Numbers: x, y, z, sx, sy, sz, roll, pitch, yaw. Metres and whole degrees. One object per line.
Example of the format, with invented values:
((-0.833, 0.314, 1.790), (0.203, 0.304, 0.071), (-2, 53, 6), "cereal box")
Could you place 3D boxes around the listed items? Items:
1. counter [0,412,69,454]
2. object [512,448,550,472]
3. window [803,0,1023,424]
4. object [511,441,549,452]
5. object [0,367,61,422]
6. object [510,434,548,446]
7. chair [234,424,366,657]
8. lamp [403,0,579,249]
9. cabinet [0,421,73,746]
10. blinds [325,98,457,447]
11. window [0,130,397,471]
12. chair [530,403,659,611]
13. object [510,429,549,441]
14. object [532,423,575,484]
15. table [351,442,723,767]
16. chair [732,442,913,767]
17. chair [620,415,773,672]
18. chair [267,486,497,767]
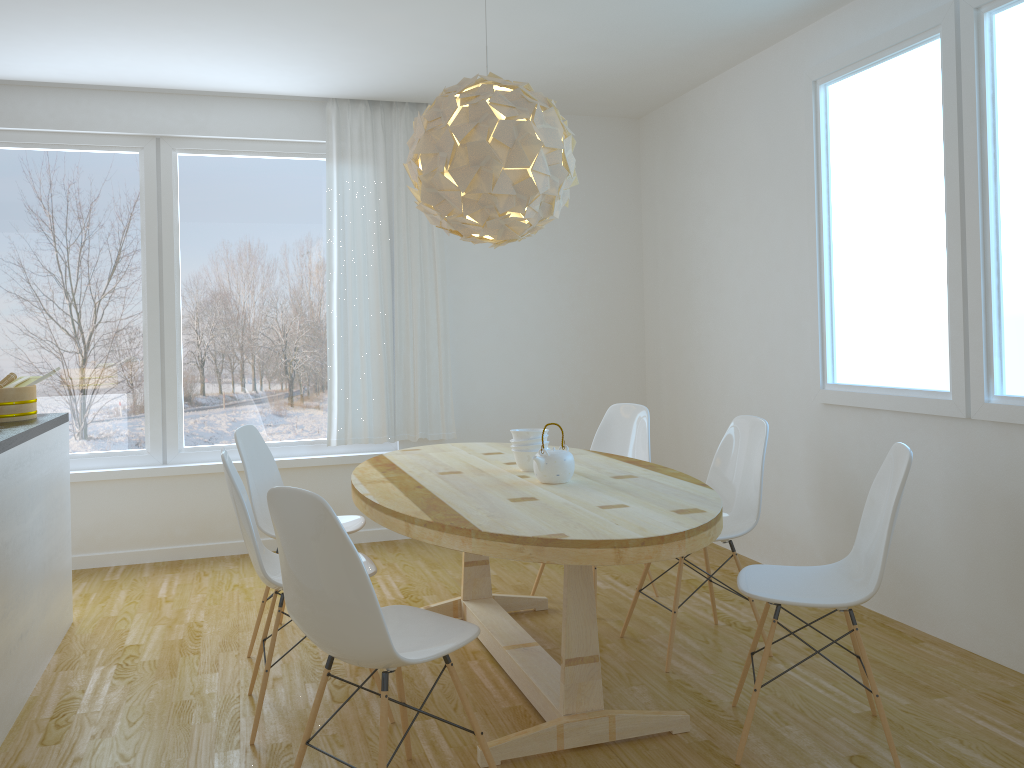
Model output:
((-1.945, 0.217, 2.791), (0.601, 0.040, 2.402), (-2, 3, -17), "counter")
((0.075, 0.293, 3.432), (0.152, 0.082, 0.152), (0, 3, 22), "object")
((0.561, -0.372, 2.960), (2.550, 2.054, 1.880), (-2, 1, -17), "window")
((0.071, 0.270, 3.433), (0.151, 0.093, 0.152), (-1, 2, 22), "object")
((-2.202, 0.044, 3.736), (0.378, 0.214, 0.430), (-1, 3, 11), "object")
((0.067, 0.246, 3.434), (0.150, 0.096, 0.152), (-1, 2, -1), "object")
((-0.861, 0.618, 3.711), (0.523, 0.902, 0.430), (-1, 0, 3), "chair")
((-0.079, -1.068, 3.320), (0.647, 1.135, 0.639), (-2, 0, -18), "lamp")
((-1.934, 0.691, 2.788), (0.601, 0.909, 2.402), (-2, 3, -17), "cabinet")
((-0.750, -0.716, 5.413), (0.795, 2.160, 0.150), (-1, 0, -17), "blinds")
((-2.059, -0.490, 5.206), (2.728, 1.918, 0.088), (-2, 0, -17), "window")
((0.403, 0.560, 4.211), (0.523, 0.902, 0.429), (-2, 0, -42), "chair")
((0.069, 0.218, 3.436), (0.152, 0.087, 0.152), (-1, 2, 11), "object")
((0.134, 0.244, 3.148), (0.177, 0.211, 0.147), (-2, 1, -18), "object")
((0.023, 0.706, 3.314), (1.194, 0.725, 2.191), (-2, 3, -19), "table")
((0.932, 0.631, 2.698), (0.523, 0.902, 0.430), (-1, 0, 13), "chair")
((0.743, 0.590, 3.528), (0.523, 0.902, 0.430), (-2, 0, -17), "chair")
((-0.340, 0.684, 2.311), (0.429, 0.902, 0.523), (-1, 1, 43), "chair")
